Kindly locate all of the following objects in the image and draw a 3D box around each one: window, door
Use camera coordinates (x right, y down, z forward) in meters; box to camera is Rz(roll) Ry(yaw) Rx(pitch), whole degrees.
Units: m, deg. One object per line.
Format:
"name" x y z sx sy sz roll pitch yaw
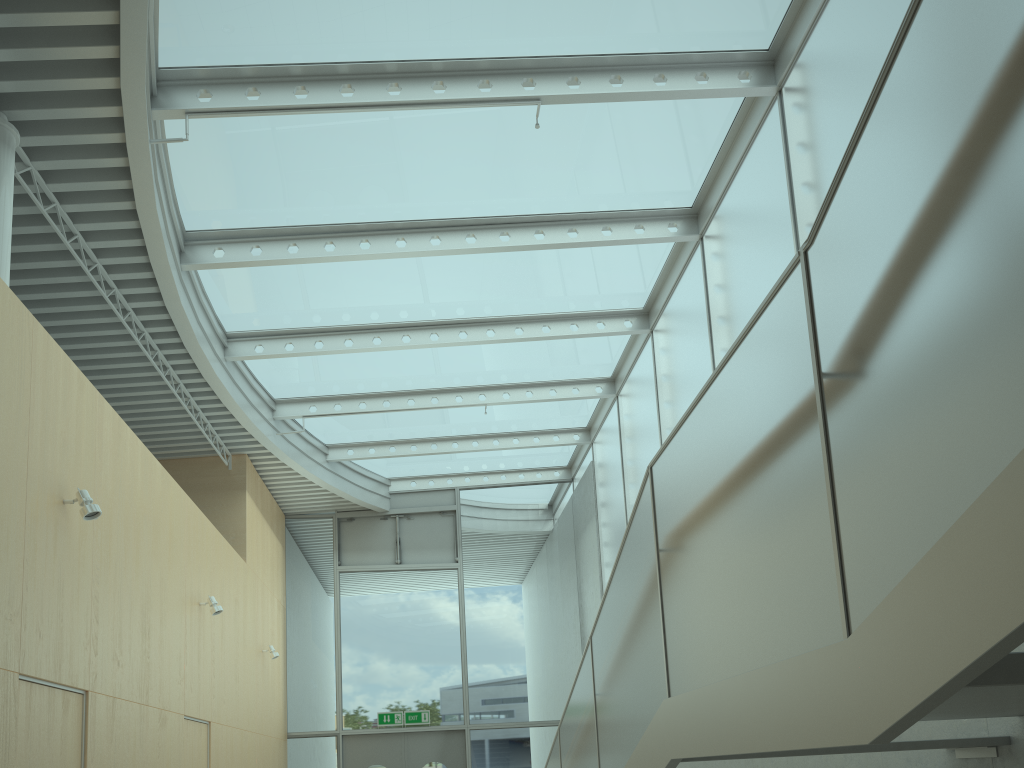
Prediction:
"window" -1.172 4.550 13.552 4.854 5.960 0.115 -1 -10 -6
"door" -1.641 6.449 13.166 1.920 1.998 0.184 -1 -10 -6
"window" -0.455 1.787 8.105 4.781 5.891 17.053 -1 -23 -6
"window" 1.627 0.316 8.572 0.030 2.582 16.864 -2 -24 -6

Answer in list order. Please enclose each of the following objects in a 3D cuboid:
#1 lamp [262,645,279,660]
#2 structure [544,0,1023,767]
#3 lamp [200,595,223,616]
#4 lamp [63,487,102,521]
"lamp" -3.228 3.583 11.355 0.234 0.186 0.149 6 -18 -25
"structure" 1.554 0.479 2.259 1.884 3.957 13.588 -2 -23 -6
"lamp" -2.929 2.152 8.263 0.234 0.186 0.149 6 -18 -25
"lamp" -2.632 0.731 5.191 0.234 0.186 0.149 6 -18 -25
